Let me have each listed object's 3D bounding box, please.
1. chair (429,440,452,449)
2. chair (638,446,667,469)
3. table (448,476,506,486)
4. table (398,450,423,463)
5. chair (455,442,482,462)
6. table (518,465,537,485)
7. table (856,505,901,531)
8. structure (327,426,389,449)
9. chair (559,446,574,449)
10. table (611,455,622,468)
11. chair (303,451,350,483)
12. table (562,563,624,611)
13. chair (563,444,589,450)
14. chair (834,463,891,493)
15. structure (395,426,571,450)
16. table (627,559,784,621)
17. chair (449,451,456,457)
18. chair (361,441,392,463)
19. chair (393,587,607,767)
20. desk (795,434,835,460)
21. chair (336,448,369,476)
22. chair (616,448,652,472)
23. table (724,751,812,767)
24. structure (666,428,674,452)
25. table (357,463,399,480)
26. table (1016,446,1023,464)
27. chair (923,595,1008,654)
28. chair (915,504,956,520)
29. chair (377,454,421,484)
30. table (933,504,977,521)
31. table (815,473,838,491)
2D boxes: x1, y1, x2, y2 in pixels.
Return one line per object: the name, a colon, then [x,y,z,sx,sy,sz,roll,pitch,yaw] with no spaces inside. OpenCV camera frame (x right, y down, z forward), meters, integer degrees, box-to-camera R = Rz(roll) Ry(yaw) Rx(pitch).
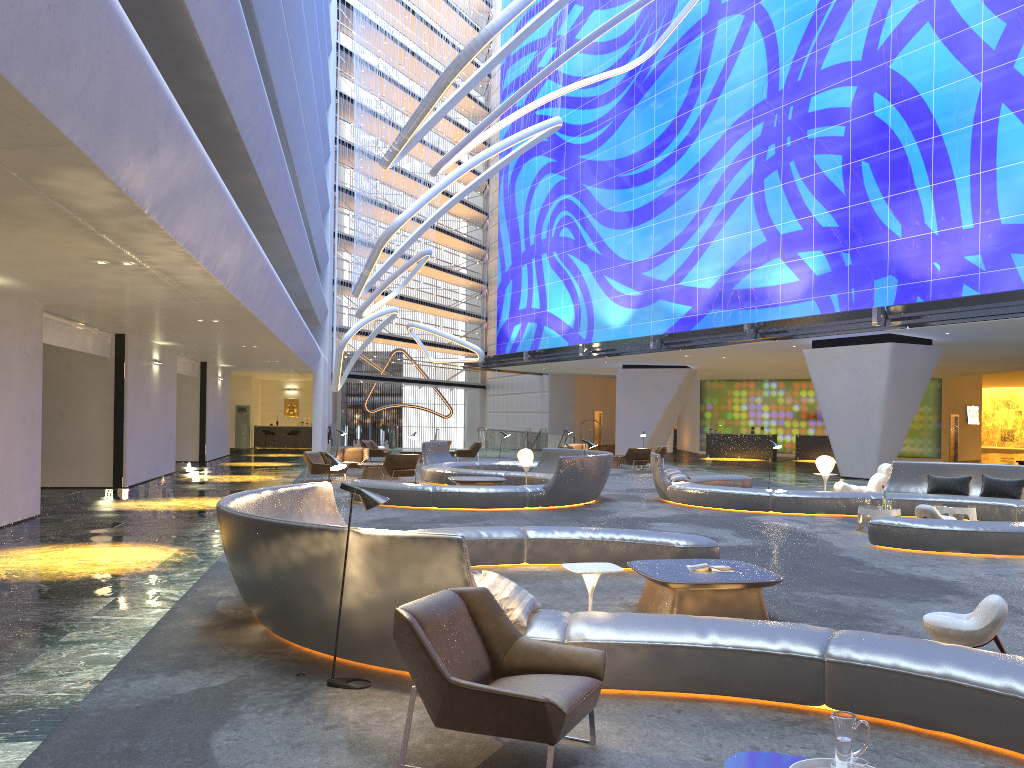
chair: [-2.822,2.528,33.739,0.929,0.766,0.939,0,-1,17]
chair: [4.788,2.519,30.388,0.938,0.766,0.930,1,-1,-1]
table: [-0.750,2.198,18.790,1.203,0.392,1.204,1,-2,-9]
table: [-3.508,2.648,32.352,1.203,0.392,1.204,1,-2,8]
chair: [-1.613,2.502,32.519,0.939,0.766,0.930,1,-1,-8]
table: [0.333,2.145,20.035,0.418,0.595,0.428,1,-1,-11]
table: [5.584,2.103,13.628,0.671,0.406,0.674,-1,-2,42]
structure: [-9.343,6.567,53.602,3.017,8.237,19.837,1,-2,-10]
chair: [2.083,2.437,29.212,0.938,0.766,0.930,0,-1,23]
table: [3.255,2.684,30.596,1.203,0.392,1.204,1,-2,-9]
chair: [-4.707,2.088,22.330,0.938,0.766,0.930,0,-1,23]
table: [0.593,1.664,6.636,0.418,0.595,0.428,1,-1,-14]
chair: [2.308,2.531,31.739,0.929,0.766,0.939,1,-1,-4]
chair: [7.152,2.044,17.885,1.157,0.882,0.729,1,-1,9]
structure: [-3.081,6.748,55.137,9.305,8.397,19.741,1,-2,-10]
table: [1.676,1.837,7.824,1.203,0.392,1.204,1,-2,-9]
chair: [-2.565,2.426,30.800,0.929,0.766,0.939,0,-2,42]
chair: [-4.889,2.428,31.814,0.938,0.766,0.930,1,-1,15]
chair: [-0.064,1.511,4.520,0.938,0.766,0.930,0,-1,23]
desk: [14.105,2.808,39.068,2.977,1.097,0.814,0,-1,27]
chair: [-4.481,2.182,24.856,0.929,0.766,0.939,1,-1,-4]
chair: [4.014,2.452,28.854,0.929,0.766,0.939,1,-1,-26]
table: [1.114,1.663,3.283,0.671,0.406,0.674,1,-2,-13]
structure: [8.041,2.473,45.354,1.022,2.051,0.772,1,0,-31]
table: [-3.535,2.335,23.713,1.203,0.392,1.203,1,-2,-10]
table: [22.494,3.074,38.141,1.242,0.727,2.308,0,-2,38]
chair: [3.280,1.760,6.383,0.586,0.501,0.491,0,-1,25]
chair: [6.734,2.076,13.709,0.585,0.501,1.785,0,-2,44]
chair: [-2.776,2.103,21.971,0.929,0.766,0.939,1,-1,-26]
table: [7.005,2.143,14.156,0.673,0.406,0.671,1,-2,10]
table: [6.576,2.186,18.625,0.418,0.595,0.427,1,-1,-36]
